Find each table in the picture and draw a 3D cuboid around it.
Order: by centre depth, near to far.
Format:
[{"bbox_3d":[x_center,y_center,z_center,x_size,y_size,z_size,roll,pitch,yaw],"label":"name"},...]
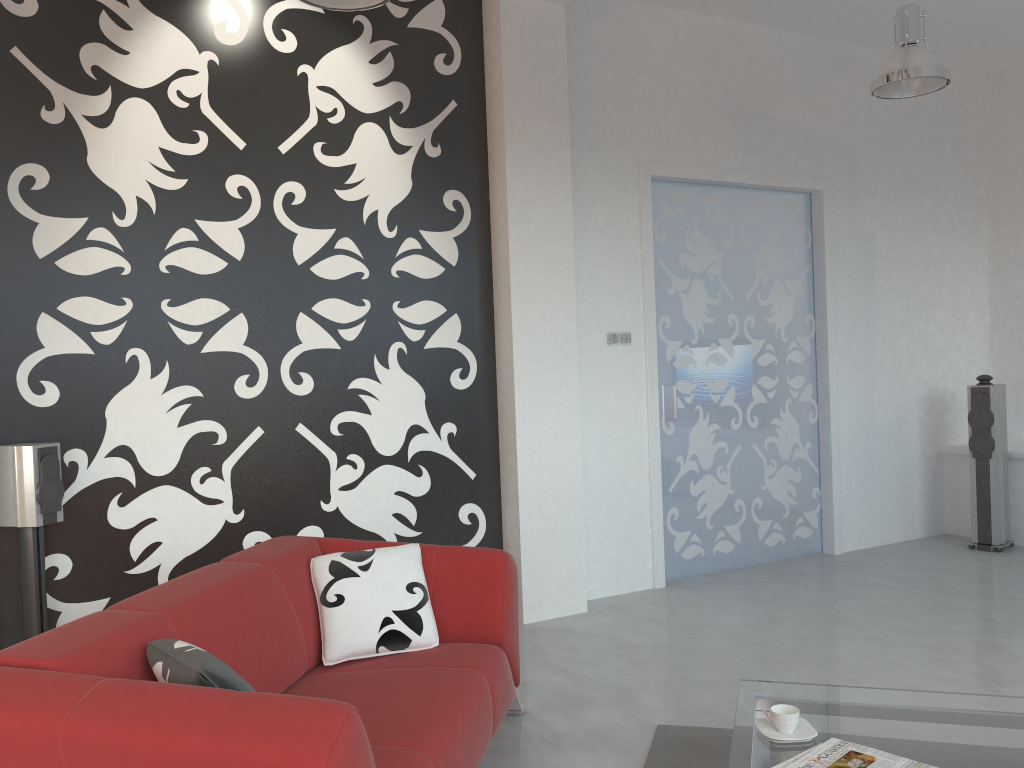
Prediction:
[{"bbox_3d":[1.115,1.114,2.219,1.097,0.286,1.162,-2,1,17],"label":"table"}]

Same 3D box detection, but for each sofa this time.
[{"bbox_3d":[-0.584,0.954,2.619,0.951,0.738,1.929,-2,1,12],"label":"sofa"}]

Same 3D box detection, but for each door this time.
[{"bbox_3d":[1.454,-0.083,5.759,1.600,2.550,0.240,-3,1,-28],"label":"door"}]

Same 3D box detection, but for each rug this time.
[{"bbox_3d":[1.109,1.260,2.225,1.700,0.025,1.700,-2,1,17],"label":"rug"}]

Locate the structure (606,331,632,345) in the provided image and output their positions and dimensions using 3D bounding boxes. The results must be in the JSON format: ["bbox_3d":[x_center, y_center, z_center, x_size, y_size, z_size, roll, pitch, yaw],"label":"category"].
[{"bbox_3d":[0.630,-0.268,5.194,0.170,0.080,0.016,-3,1,-28],"label":"structure"}]

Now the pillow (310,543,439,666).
[{"bbox_3d":[-0.487,0.764,3.120,0.402,0.343,0.288,-3,1,-21],"label":"pillow"}]

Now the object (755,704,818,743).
[{"bbox_3d":[0.766,0.946,2.482,0.153,0.069,0.153,-2,1,-2],"label":"object"}]

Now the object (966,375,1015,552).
[{"bbox_3d":[3.248,0.527,6.042,0.273,1.184,0.255,-3,1,-43],"label":"object"}]

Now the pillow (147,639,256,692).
[{"bbox_3d":[-0.695,0.789,2.145,0.288,0.343,0.402,-3,1,-36],"label":"pillow"}]

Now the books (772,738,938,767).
[{"bbox_3d":[0.865,0.964,2.156,0.345,0.035,0.367,-3,1,-38],"label":"books"}]

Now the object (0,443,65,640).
[{"bbox_3d":[-1.956,0.803,3.629,0.229,1.112,0.214,-2,1,17],"label":"object"}]

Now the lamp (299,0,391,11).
[{"bbox_3d":[-0.612,-1.792,3.124,0.379,0.800,0.379,-3,1,-35],"label":"lamp"}]

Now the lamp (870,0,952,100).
[{"bbox_3d":[2.028,-1.917,4.543,0.379,0.800,0.379,-3,1,-32],"label":"lamp"}]

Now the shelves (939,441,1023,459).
[{"bbox_3d":[4.742,0.465,4.288,0.650,0.050,5.500,-3,1,-28],"label":"shelves"}]
